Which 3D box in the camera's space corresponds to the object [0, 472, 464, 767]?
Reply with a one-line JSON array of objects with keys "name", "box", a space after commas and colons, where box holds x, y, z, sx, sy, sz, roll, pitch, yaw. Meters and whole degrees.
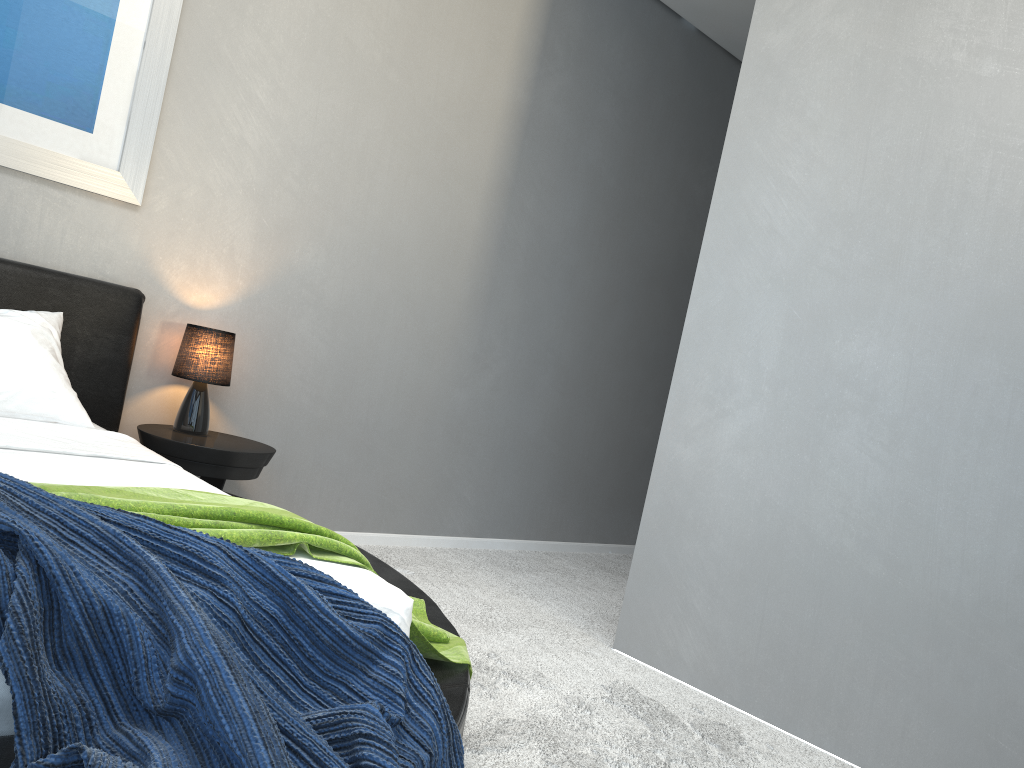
[{"name": "object", "box": [-1.073, 0.327, 1.175, 2.154, 0.568, 0.685, 12, 1, -1]}]

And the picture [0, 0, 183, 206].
[{"name": "picture", "box": [-1.848, -1.470, 2.590, 1.804, 1.401, 0.025, 12, 1, -43]}]

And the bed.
[{"name": "bed", "box": [-1.309, 0.140, 1.702, 2.761, 0.934, 2.610, 12, 0, -43]}]

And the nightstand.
[{"name": "nightstand", "box": [-1.173, 0.416, 3.296, 0.497, 0.440, 0.496, 12, 1, -14]}]

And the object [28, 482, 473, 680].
[{"name": "object", "box": [-1.011, 0.281, 1.355, 2.307, 0.342, 0.644, 12, 0, -44]}]

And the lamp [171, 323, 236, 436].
[{"name": "lamp", "box": [-1.170, -0.013, 3.335, 0.219, 0.400, 0.209, 13, 1, 28]}]
